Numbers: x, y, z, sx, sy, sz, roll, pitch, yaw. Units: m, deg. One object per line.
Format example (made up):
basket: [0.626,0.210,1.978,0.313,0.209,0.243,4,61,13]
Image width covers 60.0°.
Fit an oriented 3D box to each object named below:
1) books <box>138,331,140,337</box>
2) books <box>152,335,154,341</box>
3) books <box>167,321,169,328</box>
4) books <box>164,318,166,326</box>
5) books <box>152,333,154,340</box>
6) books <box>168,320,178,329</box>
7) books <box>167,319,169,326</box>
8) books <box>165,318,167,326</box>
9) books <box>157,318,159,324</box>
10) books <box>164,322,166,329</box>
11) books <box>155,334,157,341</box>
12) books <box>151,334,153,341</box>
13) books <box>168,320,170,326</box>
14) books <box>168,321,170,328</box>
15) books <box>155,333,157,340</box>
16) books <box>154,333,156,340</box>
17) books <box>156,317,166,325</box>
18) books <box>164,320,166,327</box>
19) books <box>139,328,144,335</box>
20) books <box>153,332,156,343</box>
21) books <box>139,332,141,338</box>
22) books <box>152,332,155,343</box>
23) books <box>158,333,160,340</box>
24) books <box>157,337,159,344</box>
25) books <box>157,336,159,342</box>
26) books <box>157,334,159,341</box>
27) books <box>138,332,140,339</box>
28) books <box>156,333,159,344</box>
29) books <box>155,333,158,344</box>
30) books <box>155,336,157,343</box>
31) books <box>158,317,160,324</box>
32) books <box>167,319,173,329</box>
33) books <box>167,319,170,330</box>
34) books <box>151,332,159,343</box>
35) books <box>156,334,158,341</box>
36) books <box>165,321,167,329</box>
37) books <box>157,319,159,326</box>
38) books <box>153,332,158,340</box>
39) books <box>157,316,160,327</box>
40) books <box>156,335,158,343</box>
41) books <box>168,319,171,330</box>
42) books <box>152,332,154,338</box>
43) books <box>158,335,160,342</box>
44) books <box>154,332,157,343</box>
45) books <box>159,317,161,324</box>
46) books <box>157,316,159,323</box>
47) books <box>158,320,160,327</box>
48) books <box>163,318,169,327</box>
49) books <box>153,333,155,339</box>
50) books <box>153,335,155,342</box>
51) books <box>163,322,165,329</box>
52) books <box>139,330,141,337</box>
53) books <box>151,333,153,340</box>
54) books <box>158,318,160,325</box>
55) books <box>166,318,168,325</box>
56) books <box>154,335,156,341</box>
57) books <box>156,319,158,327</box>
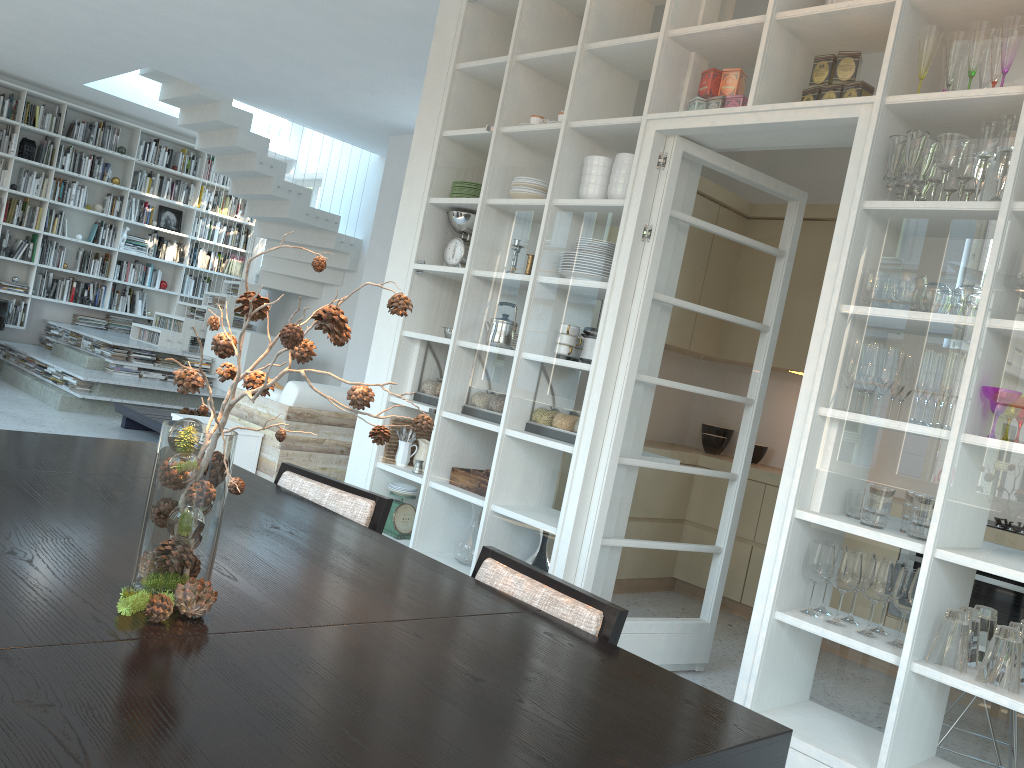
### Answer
books: [-4.283,-0.582,10.335,0.125,0.125,0.007,10,2,-44]
books: [-4.002,-0.519,10.040,0.125,0.125,0.007,10,2,-44]
books: [-3.880,-0.674,10.156,0.125,0.125,0.008,10,2,-44]
books: [-3.942,-0.688,10.221,0.125,0.125,0.010,10,2,-44]
books: [-4.007,-0.520,10.045,0.125,0.125,0.008,10,2,-44]
books: [-3.854,-0.668,10.129,0.125,0.125,0.007,10,2,-44]
books: [-3.886,-0.675,10.163,0.125,0.125,0.010,10,2,-44]
books: [-3.924,-0.684,10.202,0.125,0.125,0.010,10,2,-44]
books: [-4.077,-0.718,10.363,0.125,0.125,0.007,10,2,-44]
books: [-3.930,-0.685,10.209,0.125,0.125,0.007,10,2,-44]
books: [-3.947,-0.507,9.983,0.125,0.125,0.011,10,2,-44]
books: [-4.022,-0.523,10.061,0.125,0.125,0.008,10,2,-44]
books: [-3.864,-0.670,10.140,0.125,0.125,0.008,10,2,-44]
books: [-3.860,-0.669,10.135,0.125,0.125,0.008,10,2,-44]
books: [-3.954,-0.508,9.990,0.125,0.125,0.008,10,2,-44]
books: [-3.969,-0.512,10.006,0.125,0.125,0.008,10,2,-44]
books: [-4.096,-0.722,10.383,0.125,0.125,0.010,10,2,-44]
books: [-3.937,-0.687,10.216,0.125,0.125,0.009,10,2,-44]
books: [-4.273,-0.580,10.325,0.125,0.125,0.008,10,2,-44]
books: [-3.975,-0.513,10.012,0.125,0.125,0.008,10,2,-44]
books: [-4.261,-0.577,10.311,0.125,0.125,0.009,10,2,-44]
books: [-3.997,-0.518,10.034,0.125,0.125,0.008,10,2,-44]
books: [-3.896,-0.495,9.929,0.125,0.125,0.007,10,2,-44]
books: [-3.901,-0.496,9.935,0.125,0.125,0.007,10,2,-44]
books: [-3.906,-0.497,9.940,0.125,0.125,0.007,10,2,-44]
books: [-3.912,-0.499,9.946,0.125,0.125,0.008,10,2,-44]
books: [-4.278,-0.581,10.330,0.125,0.125,0.008,10,2,-44]
books: [-3.920,-0.500,9.954,0.125,0.125,0.012,10,2,-44]
books: [-3.936,-0.504,9.971,0.125,0.125,0.008,10,2,-44]
books: [-3.942,-0.505,9.978,0.125,0.125,0.011,10,2,-44]
books: [-4.061,-0.715,10.346,0.125,0.125,0.008,10,2,-44]
books: [-3.874,-0.673,10.150,0.125,0.125,0.008,10,2,-44]
books: [-3.869,-0.672,10.145,0.125,0.125,0.008,10,2,-44]
books: [-4.017,-0.522,10.056,0.125,0.125,0.008,10,2,-44]
books: [-3.931,-0.503,9.966,0.125,0.125,0.008,10,2,-44]
books: [-3.916,-0.682,10.194,0.125,0.125,0.014,10,2,-44]
books: [-4.072,-0.717,10.357,0.125,0.125,0.007,10,2,-44]
books: [-3.986,-0.515,10.023,0.125,0.125,0.010,10,2,-44]
books: [-4.067,-0.716,10.352,0.125,0.125,0.007,10,2,-44]
books: [-3.926,-0.502,9.960,0.125,0.125,0.010,10,2,-44]
books: [-3.849,-0.667,10.124,0.125,0.125,0.008,10,2,-44]
books: [-4.012,-0.521,10.051,0.125,0.125,0.008,10,2,-44]
books: [-3.891,-0.494,9.924,0.125,0.125,0.008,10,2,-44]
books: [-3.959,-0.509,9.996,0.125,0.125,0.007,10,2,-44]
books: [-4.042,-0.710,10.326,0.125,0.125,0.010,10,2,-44]
books: [-4.082,-0.719,10.369,0.125,0.125,0.008,10,2,-44]
books: [-4.050,-0.712,10.334,0.125,0.125,0.010,10,2,-44]
books: [-3.957,-0.691,10.237,0.125,0.125,0.008,10,2,-44]
books: [-3.991,-0.516,10.028,0.125,0.125,0.008,10,2,-44]
books: [-3.981,-0.514,10.018,0.125,0.125,0.010,10,2,-44]
books: [-3.950,-0.689,10.229,0.125,0.125,0.011,10,2,-44]
books: [-4.267,-0.578,10.318,0.125,0.125,0.010,10,2,-44]
books: [-4.027,-0.525,10.067,0.125,0.125,0.008,10,2,-44]
books: [-4.056,-0.713,10.341,0.125,0.125,0.008,10,2,-44]
books: [-3.908,-0.680,10.186,0.125,0.125,0.010,10,2,-44]
books: [-3.964,-0.510,10.001,0.125,0.125,0.008,10,2,-44]
books: [-4.090,-0.721,10.376,0.125,0.125,0.012,10,2,-44]
